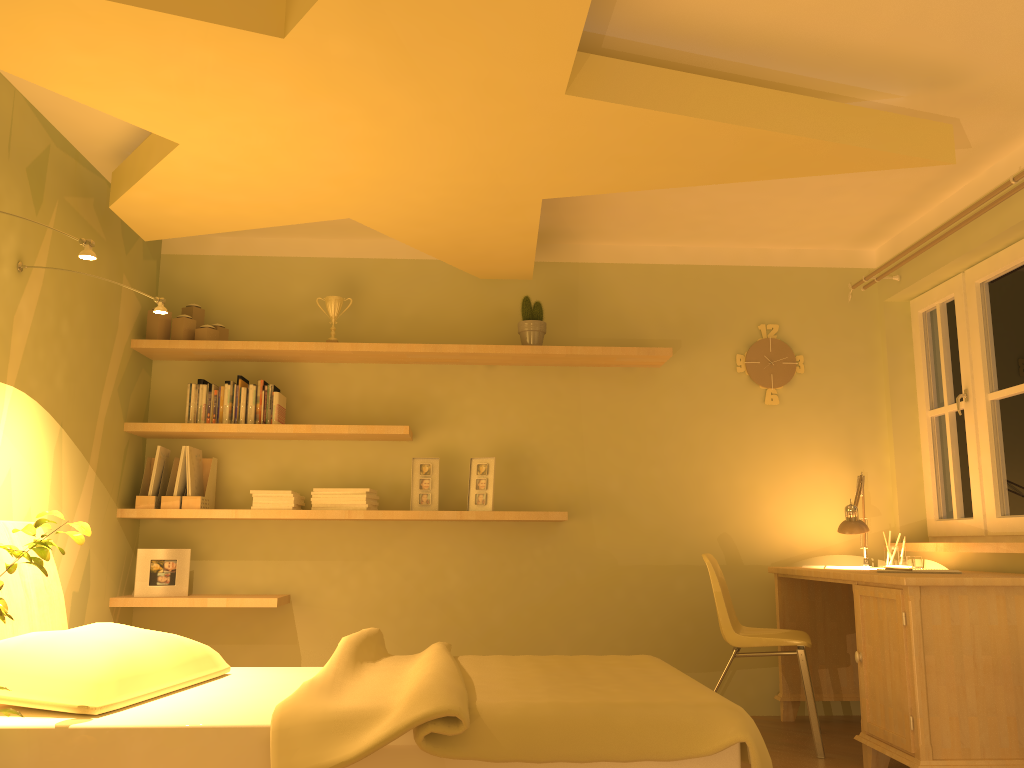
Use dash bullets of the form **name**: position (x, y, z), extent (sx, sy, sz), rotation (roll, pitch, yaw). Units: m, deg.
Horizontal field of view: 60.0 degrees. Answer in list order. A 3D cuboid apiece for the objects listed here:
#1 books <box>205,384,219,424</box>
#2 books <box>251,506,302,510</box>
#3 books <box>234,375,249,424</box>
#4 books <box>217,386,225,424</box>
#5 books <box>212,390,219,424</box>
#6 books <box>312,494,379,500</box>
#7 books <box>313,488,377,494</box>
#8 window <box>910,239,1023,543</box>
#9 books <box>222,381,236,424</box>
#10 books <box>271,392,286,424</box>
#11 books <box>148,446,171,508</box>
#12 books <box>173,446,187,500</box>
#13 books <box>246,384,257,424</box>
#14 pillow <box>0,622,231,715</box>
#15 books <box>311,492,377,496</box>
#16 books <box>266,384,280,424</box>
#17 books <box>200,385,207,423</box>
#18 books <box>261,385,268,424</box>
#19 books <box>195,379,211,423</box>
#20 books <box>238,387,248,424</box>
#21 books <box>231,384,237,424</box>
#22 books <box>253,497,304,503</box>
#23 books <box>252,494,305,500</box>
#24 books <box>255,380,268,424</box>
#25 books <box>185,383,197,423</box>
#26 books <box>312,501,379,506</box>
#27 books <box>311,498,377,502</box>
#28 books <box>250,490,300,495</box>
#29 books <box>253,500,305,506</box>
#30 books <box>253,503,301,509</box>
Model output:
- **books**: position (-1.459, 0.112, 4.335), extent (0.032, 0.203, 0.157), rotation (1, -10, -3)
- **books**: position (-1.129, 0.603, 4.269), extent (0.190, 0.015, 0.270), rotation (1, -10, -3)
- **books**: position (-1.325, 0.092, 4.345), extent (0.021, 0.247, 0.157), rotation (1, -10, -3)
- **books**: position (-1.407, 0.119, 4.342), extent (0.032, 0.193, 0.146), rotation (1, -10, -3)
- **books**: position (-1.433, 0.128, 4.334), extent (0.021, 0.172, 0.157), rotation (1, -10, -3)
- **books**: position (-0.801, 0.547, 4.284), extent (0.270, 0.015, 0.190), rotation (-2, -10, 10)
- **books**: position (-0.805, 0.519, 4.297), extent (0.270, 0.015, 0.190), rotation (0, -10, 3)
- **window**: position (2.149, 0.054, 3.870), extent (0.142, 1.263, 1.486), rotation (1, -10, -3)
- **books**: position (-1.372, 0.106, 4.336), extent (0.038, 0.217, 0.166), rotation (1, -10, -3)
- **books**: position (-1.141, 0.134, 4.336), extent (0.032, 0.163, 0.178), rotation (1, -10, -3)
- **books**: position (-1.699, 0.455, 4.260), extent (0.048, 0.297, 0.214), rotation (2, -10, -8)
- **books**: position (-1.573, 0.456, 4.264), extent (0.048, 0.297, 0.214), rotation (1, -10, -3)
- **books**: position (-1.263, 0.115, 4.344), extent (0.040, 0.203, 0.157), rotation (1, -10, -3)
- **pillow**: position (-1.232, 0.843, 2.666), extent (0.482, 0.213, 0.801), rotation (-1, -10, 7)
- **books**: position (-0.812, 0.535, 4.306), extent (0.270, 0.015, 0.190), rotation (-1, -10, 8)
- **books**: position (-1.173, 0.116, 4.349), extent (0.032, 0.203, 0.157), rotation (1, -10, -3)
- **books**: position (-1.487, 0.114, 4.333), extent (0.022, 0.198, 0.157), rotation (1, -10, -3)
- **books**: position (-1.200, 0.118, 4.347), extent (0.022, 0.198, 0.157), rotation (1, -10, -3)
- **books**: position (-1.514, 0.100, 4.344), extent (0.032, 0.229, 0.138), rotation (1, -10, -3)
- **books**: position (-1.298, 0.122, 4.333), extent (0.032, 0.184, 0.173), rotation (1, -10, -3)
- **books**: position (-1.344, 0.114, 4.342), extent (0.017, 0.203, 0.155), rotation (1, -10, -3)
- **books**: position (-1.121, 0.559, 4.275), extent (0.190, 0.015, 0.270), rotation (1, -10, -3)
- **books**: position (-1.122, 0.545, 4.285), extent (0.190, 0.015, 0.270), rotation (0, -10, -1)
- **books**: position (-1.227, 0.104, 4.357), extent (0.032, 0.229, 0.138), rotation (1, -10, -3)
- **books**: position (-1.549, 0.111, 4.331), extent (0.040, 0.203, 0.157), rotation (1, -10, -3)
- **books**: position (-0.803, 0.576, 4.277), extent (0.270, 0.015, 0.190), rotation (-1, -10, 9)
- **books**: position (-0.808, 0.562, 4.282), extent (0.270, 0.015, 0.190), rotation (-1, -10, 8)
- **books**: position (-1.139, 0.528, 4.273), extent (0.190, 0.015, 0.270), rotation (1, -10, -5)
- **books**: position (-1.121, 0.575, 4.278), extent (0.190, 0.015, 0.270), rotation (1, -10, -2)
- **books**: position (-1.129, 0.589, 4.272), extent (0.190, 0.015, 0.270), rotation (1, -10, -6)
